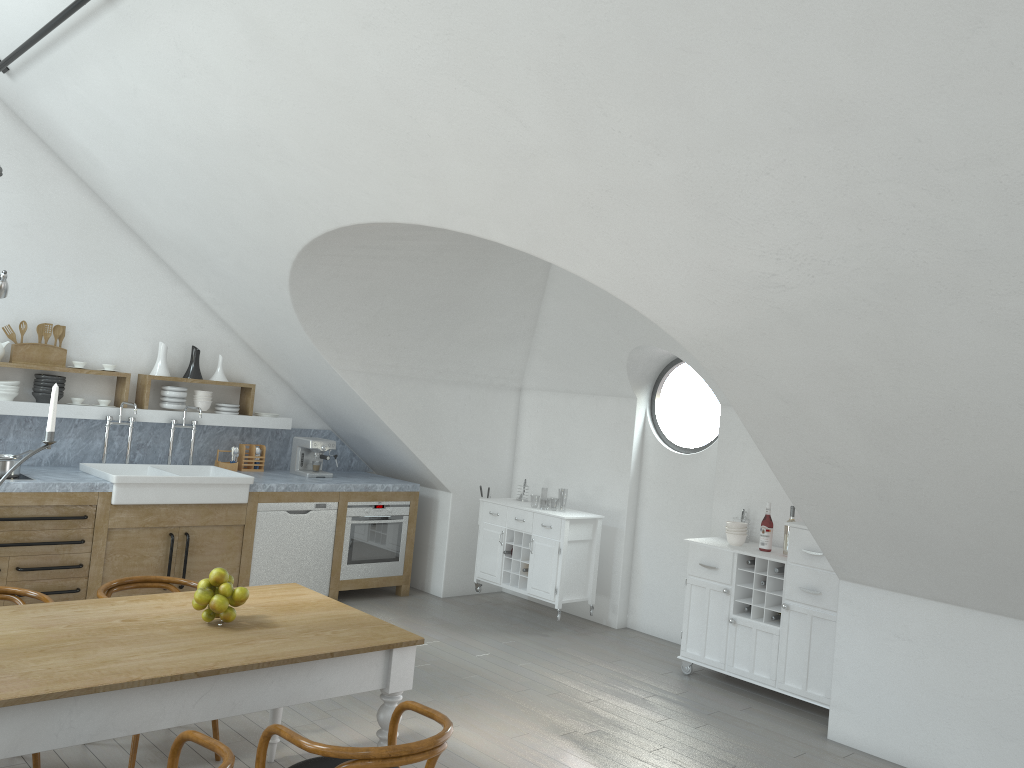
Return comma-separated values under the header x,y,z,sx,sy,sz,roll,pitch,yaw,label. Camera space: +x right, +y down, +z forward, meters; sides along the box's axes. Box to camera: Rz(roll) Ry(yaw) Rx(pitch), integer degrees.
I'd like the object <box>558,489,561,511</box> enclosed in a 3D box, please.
x,y,z,sx,sy,sz,roll,pitch,yaw,label
0.399,0.945,7.225,0.054,0.179,0.054,4,-3,24,object

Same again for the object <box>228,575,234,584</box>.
x,y,z,sx,sy,sz,roll,pitch,yaw,label
-1.131,0.779,3.501,0.062,0.060,0.062,7,-3,-42,object

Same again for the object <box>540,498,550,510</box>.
x,y,z,sx,sy,sz,roll,pitch,yaw,label
0.264,0.979,7.210,0.077,0.085,0.077,4,-2,34,object

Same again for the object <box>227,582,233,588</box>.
x,y,z,sx,sy,sz,roll,pitch,yaw,label
-1.113,0.796,3.452,0.053,0.051,0.052,5,-2,18,object

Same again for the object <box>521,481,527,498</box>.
x,y,z,sx,sy,sz,roll,pitch,yaw,label
0.104,0.916,7.665,0.024,0.164,0.039,7,-3,-30,object

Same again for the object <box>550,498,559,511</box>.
x,y,z,sx,sy,sz,roll,pitch,yaw,label
0.341,0.979,7.179,0.071,0.099,0.071,6,-2,-20,object

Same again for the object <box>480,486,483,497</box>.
x,y,z,sx,sy,sz,roll,pitch,yaw,label
-0.249,1.018,7.682,0.088,0.269,0.029,4,-3,20,object

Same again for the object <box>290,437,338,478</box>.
x,y,z,sx,sy,sz,roll,pitch,yaw,label
-1.643,0.632,7.553,0.323,0.321,0.387,7,-2,-43,object

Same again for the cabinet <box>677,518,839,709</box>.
x,y,z,sx,sy,sz,roll,pitch,yaw,label
1.763,1.467,5.905,0.608,1.155,1.243,8,-3,-43,cabinet

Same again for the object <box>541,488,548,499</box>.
x,y,z,sx,sy,sz,roll,pitch,yaw,label
0.262,0.938,7.278,0.048,0.169,0.048,4,-3,34,object

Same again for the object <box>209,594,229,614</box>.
x,y,z,sx,sy,sz,roll,pitch,yaw,label
-1.108,0.831,3.353,0.071,0.072,0.070,5,-2,12,object

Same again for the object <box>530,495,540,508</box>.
x,y,z,sx,sy,sz,roll,pitch,yaw,label
0.185,0.962,7.243,0.081,0.105,0.082,7,-2,-30,object

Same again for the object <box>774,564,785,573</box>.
x,y,z,sx,sy,sz,roll,pitch,yaw,label
1.819,1.208,5.791,0.359,0.085,0.088,6,-2,-43,object

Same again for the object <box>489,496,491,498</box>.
x,y,z,sx,sy,sz,roll,pitch,yaw,label
-0.202,1.084,7.665,0.038,0.262,0.038,6,-3,-10,object

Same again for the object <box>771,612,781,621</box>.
x,y,z,sx,sy,sz,roll,pitch,yaw,label
1.791,1.511,5.783,0.081,0.081,0.358,4,-2,45,object

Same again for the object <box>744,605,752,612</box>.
x,y,z,sx,sy,sz,roll,pitch,yaw,label
1.678,1.500,5.914,0.330,0.085,0.156,6,-2,-42,object

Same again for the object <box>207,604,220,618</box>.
x,y,z,sx,sy,sz,roll,pitch,yaw,label
-1.145,0.872,3.453,0.080,0.074,0.078,5,-2,2,object

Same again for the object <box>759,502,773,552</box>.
x,y,z,sx,sy,sz,roll,pitch,yaw,label
1.723,0.963,5.989,0.081,0.330,0.081,3,-4,43,object

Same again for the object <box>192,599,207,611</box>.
x,y,z,sx,sy,sz,roll,pitch,yaw,label
-1.198,0.842,3.406,0.060,0.056,0.059,4,-2,42,object

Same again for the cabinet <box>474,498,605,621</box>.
x,y,z,sx,sy,sz,roll,pitch,yaw,label
0.168,1.409,7.327,0.496,0.790,1.135,8,-3,-43,cabinet

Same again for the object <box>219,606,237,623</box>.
x,y,z,sx,sy,sz,roll,pitch,yaw,label
-1.091,0.883,3.403,0.063,0.063,0.063,7,-2,-32,object

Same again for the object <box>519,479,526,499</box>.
x,y,z,sx,sy,sz,roll,pitch,yaw,label
0.093,0.913,7.699,0.054,0.175,0.039,8,-4,-43,object

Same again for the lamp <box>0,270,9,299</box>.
x,y,z,sx,sy,sz,roll,pitch,yaw,label
-3.185,-0.618,5.527,0.169,0.176,0.112,4,-3,39,lamp

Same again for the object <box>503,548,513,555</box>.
x,y,z,sx,sy,sz,roll,pitch,yaw,label
0.052,1.390,7.315,0.316,0.085,0.082,6,-2,-42,object

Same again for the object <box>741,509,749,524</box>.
x,y,z,sx,sy,sz,roll,pitch,yaw,label
1.647,1.003,6.353,0.065,0.209,0.115,8,-3,-41,object

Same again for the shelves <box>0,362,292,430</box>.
x,y,z,sx,sy,sz,roll,pitch,yaw,label
-3.823,-0.508,5.767,0.480,1.363,5.538,3,-2,41,shelves

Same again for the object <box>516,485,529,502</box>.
x,y,z,sx,sy,sz,roll,pitch,yaw,label
0.092,0.949,7.686,0.066,0.138,0.101,8,-3,-43,object

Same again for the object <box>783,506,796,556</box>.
x,y,z,sx,sy,sz,roll,pitch,yaw,label
1.842,0.971,5.853,0.085,0.331,0.085,5,-3,6,object

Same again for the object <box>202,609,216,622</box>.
x,y,z,sx,sy,sz,roll,pitch,yaw,label
-1.159,0.884,3.386,0.051,0.050,0.050,7,-2,-39,object

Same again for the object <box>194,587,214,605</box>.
x,y,z,sx,sy,sz,roll,pitch,yaw,label
-1.167,0.806,3.360,0.071,0.064,0.072,4,-2,40,object

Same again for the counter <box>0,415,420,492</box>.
x,y,z,sx,sy,sz,roll,pitch,yaw,label
-3.378,0.344,5.913,6.562,0.620,0.962,6,-2,-43,counter

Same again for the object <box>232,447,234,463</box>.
x,y,z,sx,sy,sz,roll,pitch,yaw,label
-2.314,0.618,7.327,0.018,0.196,0.020,7,-3,-33,object

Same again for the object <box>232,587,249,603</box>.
x,y,z,sx,sy,sz,roll,pitch,yaw,label
-1.042,0.810,3.405,0.063,0.063,0.062,5,-2,9,object

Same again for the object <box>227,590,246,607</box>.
x,y,z,sx,sy,sz,roll,pitch,yaw,label
-1.071,0.831,3.455,0.076,0.076,0.076,5,-2,14,object

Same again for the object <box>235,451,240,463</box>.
x,y,z,sx,sy,sz,roll,pitch,yaw,label
-2.278,0.630,7.321,0.044,0.179,0.019,4,-3,32,object

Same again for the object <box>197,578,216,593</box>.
x,y,z,sx,sy,sz,roll,pitch,yaw,label
-1.184,0.788,3.431,0.066,0.071,0.072,5,-2,16,object

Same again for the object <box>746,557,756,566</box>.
x,y,z,sx,sy,sz,roll,pitch,yaw,label
1.684,1.193,5.949,0.358,0.094,0.093,6,-2,-42,object

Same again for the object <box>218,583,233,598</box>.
x,y,z,sx,sy,sz,roll,pitch,yaw,label
-1.094,0.788,3.387,0.053,0.057,0.058,6,-2,-28,object

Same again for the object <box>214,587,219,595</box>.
x,y,z,sx,sy,sz,roll,pitch,yaw,label
-1.167,0.820,3.485,0.062,0.059,0.062,7,-2,-39,object

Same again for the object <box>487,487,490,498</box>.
x,y,z,sx,sy,sz,roll,pitch,yaw,label
-0.211,1.021,7.642,0.029,0.269,0.088,6,-3,-17,object

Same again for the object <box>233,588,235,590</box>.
x,y,z,sx,sy,sz,roll,pitch,yaw,label
-1.110,0.830,3.494,0.051,0.053,0.053,4,-2,39,object

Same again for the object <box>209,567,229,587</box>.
x,y,z,sx,sy,sz,roll,pitch,yaw,label
-1.132,0.745,3.422,0.072,0.074,0.072,7,-3,-43,object

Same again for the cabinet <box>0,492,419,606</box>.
x,y,z,sx,sy,sz,roll,pitch,yaw,label
-3.494,1.156,5.807,6.416,1.023,1.004,6,-2,-43,cabinet

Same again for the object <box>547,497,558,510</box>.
x,y,z,sx,sy,sz,roll,pitch,yaw,label
0.334,0.983,7.270,0.094,0.093,0.093,4,-2,35,object

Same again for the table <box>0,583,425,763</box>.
x,y,z,sx,sy,sz,roll,pitch,yaw,label
-1.941,1.237,2.706,3.342,0.800,1.019,6,-2,-43,table

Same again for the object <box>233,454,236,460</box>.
x,y,z,sx,sy,sz,roll,pitch,yaw,label
-2.294,0.619,7.321,0.023,0.196,0.018,3,-4,42,object

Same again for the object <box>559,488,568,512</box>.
x,y,z,sx,sy,sz,roll,pitch,yaw,label
0.415,0.942,7.163,0.063,0.187,0.063,4,-3,32,object

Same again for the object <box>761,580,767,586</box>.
x,y,z,sx,sy,sz,roll,pitch,yaw,label
1.747,1.309,5.874,0.330,0.085,0.085,6,-2,-43,object

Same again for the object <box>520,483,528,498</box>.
x,y,z,sx,sy,sz,roll,pitch,yaw,label
0.101,0.930,7.692,0.029,0.137,0.097,8,-3,-40,object

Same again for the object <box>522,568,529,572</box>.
x,y,z,sx,sy,sz,roll,pitch,yaw,label
0.205,1.505,7.191,0.316,0.083,0.082,6,-2,-43,object

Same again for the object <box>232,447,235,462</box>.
x,y,z,sx,sy,sz,roll,pitch,yaw,label
-2.314,0.615,7.343,0.040,0.192,0.042,6,-3,-5,object

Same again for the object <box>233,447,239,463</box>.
x,y,z,sx,sy,sz,roll,pitch,yaw,label
-2.280,0.617,7.308,0.040,0.192,0.042,6,-3,-7,object

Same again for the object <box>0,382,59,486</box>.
x,y,z,sx,sy,sz,roll,pitch,yaw,label
-1.748,0.419,2.868,0.266,0.876,0.773,4,-2,21,object

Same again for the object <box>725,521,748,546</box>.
x,y,z,sx,sy,sz,roll,pitch,yaw,label
1.548,1.035,6.126,0.157,0.160,0.154,6,-2,-15,object
